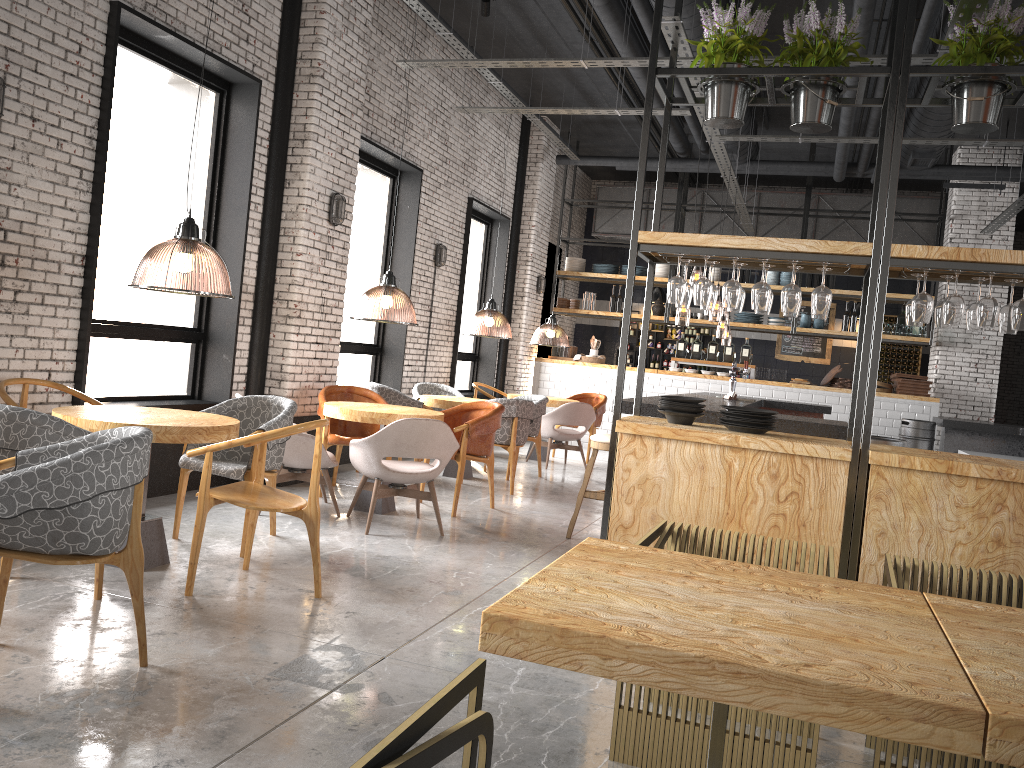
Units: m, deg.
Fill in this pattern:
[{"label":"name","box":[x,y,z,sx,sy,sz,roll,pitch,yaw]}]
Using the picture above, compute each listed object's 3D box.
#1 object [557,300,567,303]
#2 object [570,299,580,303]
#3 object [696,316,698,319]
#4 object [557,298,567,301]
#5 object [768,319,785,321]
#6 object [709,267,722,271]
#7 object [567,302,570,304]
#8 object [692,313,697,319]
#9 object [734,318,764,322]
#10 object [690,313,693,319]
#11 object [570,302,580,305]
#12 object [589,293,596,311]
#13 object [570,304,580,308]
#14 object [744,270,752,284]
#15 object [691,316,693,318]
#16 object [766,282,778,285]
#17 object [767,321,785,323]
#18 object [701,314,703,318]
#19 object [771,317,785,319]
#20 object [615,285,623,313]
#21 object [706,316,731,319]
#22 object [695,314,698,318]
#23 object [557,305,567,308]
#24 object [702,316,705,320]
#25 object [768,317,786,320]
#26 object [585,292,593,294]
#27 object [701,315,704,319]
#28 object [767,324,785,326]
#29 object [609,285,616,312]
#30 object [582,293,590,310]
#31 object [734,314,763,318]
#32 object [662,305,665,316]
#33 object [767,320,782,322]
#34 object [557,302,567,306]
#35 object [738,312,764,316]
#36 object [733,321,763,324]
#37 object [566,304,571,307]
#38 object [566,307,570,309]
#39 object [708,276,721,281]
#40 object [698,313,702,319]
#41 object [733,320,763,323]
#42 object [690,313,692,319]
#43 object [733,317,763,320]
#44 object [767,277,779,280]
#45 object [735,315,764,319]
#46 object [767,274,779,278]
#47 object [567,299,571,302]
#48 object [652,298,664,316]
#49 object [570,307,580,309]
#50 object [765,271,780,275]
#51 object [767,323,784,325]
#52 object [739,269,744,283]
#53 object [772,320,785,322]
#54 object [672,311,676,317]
[{"label":"object","box":[0.826,-1.337,14.508,0.157,0.053,0.168,6,2,18]},{"label":"object","box":[1.034,-1.361,14.595,0.157,0.053,0.168,7,2,23]},{"label":"object","box":[2.901,-1.052,13.954,0.072,0.097,0.072,6,1,27]},{"label":"object","box":[0.830,-1.379,14.508,0.157,0.053,0.168,6,2,18]},{"label":"object","box":[4.041,-0.969,13.557,0.263,0.029,0.263,6,2,-5]},{"label":"object","box":[3.176,-1.760,13.869,0.197,0.103,0.196,7,2,35]},{"label":"object","box":[0.921,-1.336,14.745,0.157,0.053,0.168,6,2,18]},{"label":"object","box":[2.827,-1.052,13.732,0.072,0.097,0.072,6,1,27]},{"label":"object","box":[3.649,-0.983,13.688,0.454,0.050,0.454,7,2,39]},{"label":"object","box":[2.791,-1.060,13.868,0.072,0.097,0.072,5,2,-44]},{"label":"object","box":[1.030,-1.320,14.595,0.157,0.053,0.168,7,2,23]},{"label":"object","box":[1.302,-1.324,14.389,0.118,0.293,0.169,6,1,24]},{"label":"object","box":[1.026,-1.284,14.596,0.157,0.053,0.168,7,2,23]},{"label":"object","box":[3.640,-1.759,13.656,0.098,0.471,0.098,6,1,41]},{"label":"object","box":[2.828,-1.060,13.979,0.072,0.097,0.072,5,2,-42]},{"label":"object","box":[3.973,-1.515,13.591,0.210,0.065,0.210,7,2,36]},{"label":"object","box":[4.037,-0.934,13.558,0.265,0.038,0.265,7,3,41]},{"label":"object","box":[2.938,-1.043,13.818,0.072,0.097,0.072,6,1,22]},{"label":"object","box":[4.043,-0.998,13.557,0.265,0.037,0.265,6,2,13]},{"label":"object","box":[1.755,-1.373,14.484,0.098,0.471,0.098,6,1,-4]},{"label":"object","box":[3.221,-1.020,13.834,0.373,0.067,0.372,6,2,0]},{"label":"object","box":[2.864,-1.052,13.843,0.072,0.097,0.072,5,1,-22]},{"label":"object","box":[0.818,-1.257,14.510,0.157,0.053,0.168,6,2,18]},{"label":"object","box":[3.012,-1.043,14.040,0.072,0.097,0.072,6,1,19]},{"label":"object","box":[4.043,-0.987,13.556,0.265,0.034,0.265,7,2,31]},{"label":"object","box":[1.264,-1.348,14.555,0.179,0.313,0.126,5,1,-39]},{"label":"object","box":[2.975,-1.043,13.929,0.072,0.097,0.072,6,1,18]},{"label":"object","box":[4.034,-0.893,13.558,0.263,0.026,0.263,4,2,-36]},{"label":"object","box":[1.654,-1.385,14.518,0.098,0.471,0.098,6,1,-4]},{"label":"object","box":[1.204,-1.321,14.309,0.152,0.264,0.107,5,1,-44]},{"label":"object","box":[3.655,-1.053,13.686,0.453,0.048,0.454,4,3,-45]},{"label":"object","box":[2.410,-1.170,14.253,0.203,0.213,0.203,5,2,-34]},{"label":"object","box":[4.039,-0.947,13.557,0.263,0.032,0.263,5,2,-23]},{"label":"object","box":[0.822,-1.302,14.509,0.157,0.053,0.168,6,2,18]},{"label":"object","box":[3.660,-1.077,13.686,0.453,0.062,0.454,7,2,34]},{"label":"object","box":[3.643,-0.935,13.689,0.454,0.033,0.454,6,2,1]},{"label":"object","box":[0.917,-1.300,14.746,0.157,0.053,0.168,6,2,18]},{"label":"object","box":[0.913,-1.256,14.747,0.157,0.053,0.168,6,2,18]},{"label":"object","box":[3.164,-1.628,13.864,0.196,0.105,0.196,6,2,-4]},{"label":"object","box":[2.901,-1.043,13.707,0.072,0.097,0.072,5,2,-40]},{"label":"object","box":[3.645,-0.959,13.689,0.454,0.042,0.454,6,2,-7]},{"label":"object","box":[2.754,-1.060,13.757,0.072,0.097,0.072,7,2,39]},{"label":"object","box":[3.649,-1.008,13.687,0.452,0.062,0.454,5,2,-27]},{"label":"object","box":[3.983,-1.602,13.592,0.210,0.074,0.210,6,2,-7]},{"label":"object","box":[3.654,-1.031,13.685,0.454,0.065,0.453,5,2,-19]},{"label":"object","box":[3.981,-1.646,13.589,0.210,0.078,0.210,7,2,41]},{"label":"object","box":[0.925,-1.377,14.745,0.157,0.053,0.168,6,2,18]},{"label":"object","box":[2.321,-1.222,14.072,0.196,0.305,0.196,5,1,-34]},{"label":"object","box":[1.022,-1.239,14.596,0.157,0.053,0.168,7,2,23]},{"label":"object","box":[3.988,-1.688,13.585,0.210,0.076,0.210,6,2,-7]},{"label":"object","box":[4.034,-0.905,13.557,0.263,0.038,0.263,7,2,34]},{"label":"object","box":[3.538,-1.770,13.690,0.098,0.471,0.098,6,1,41]},{"label":"object","box":[4.040,-0.958,13.557,0.263,0.028,0.263,4,3,-44]},{"label":"object","box":[2.529,-1.085,13.832,0.072,0.097,0.072,7,2,41]}]
